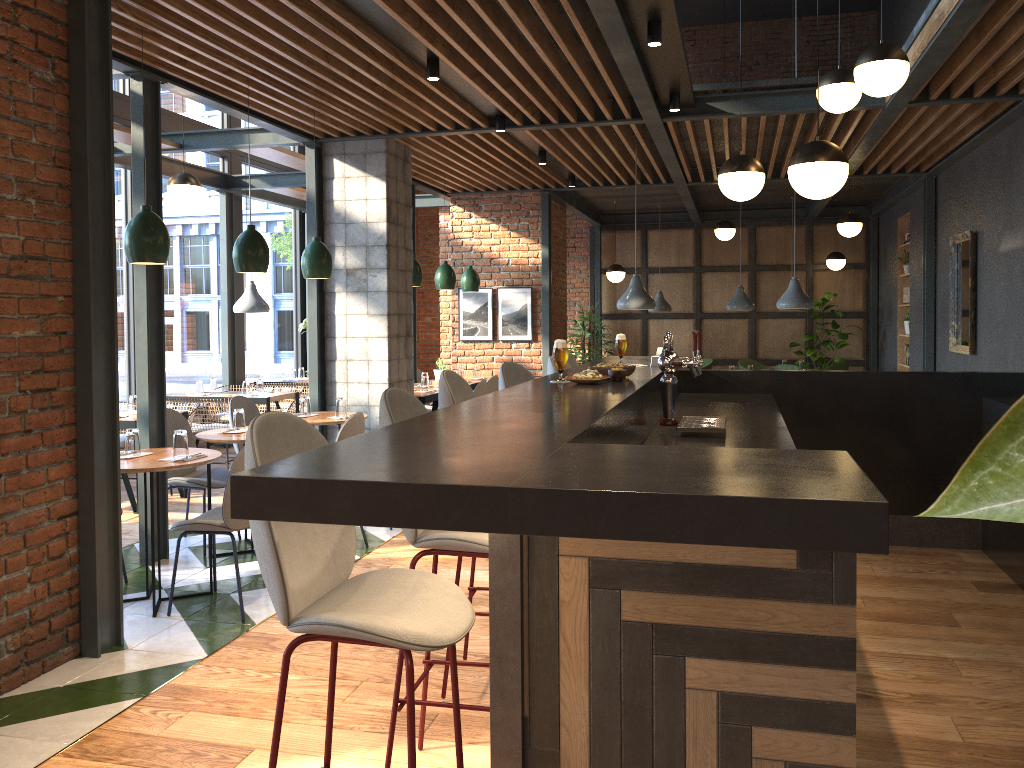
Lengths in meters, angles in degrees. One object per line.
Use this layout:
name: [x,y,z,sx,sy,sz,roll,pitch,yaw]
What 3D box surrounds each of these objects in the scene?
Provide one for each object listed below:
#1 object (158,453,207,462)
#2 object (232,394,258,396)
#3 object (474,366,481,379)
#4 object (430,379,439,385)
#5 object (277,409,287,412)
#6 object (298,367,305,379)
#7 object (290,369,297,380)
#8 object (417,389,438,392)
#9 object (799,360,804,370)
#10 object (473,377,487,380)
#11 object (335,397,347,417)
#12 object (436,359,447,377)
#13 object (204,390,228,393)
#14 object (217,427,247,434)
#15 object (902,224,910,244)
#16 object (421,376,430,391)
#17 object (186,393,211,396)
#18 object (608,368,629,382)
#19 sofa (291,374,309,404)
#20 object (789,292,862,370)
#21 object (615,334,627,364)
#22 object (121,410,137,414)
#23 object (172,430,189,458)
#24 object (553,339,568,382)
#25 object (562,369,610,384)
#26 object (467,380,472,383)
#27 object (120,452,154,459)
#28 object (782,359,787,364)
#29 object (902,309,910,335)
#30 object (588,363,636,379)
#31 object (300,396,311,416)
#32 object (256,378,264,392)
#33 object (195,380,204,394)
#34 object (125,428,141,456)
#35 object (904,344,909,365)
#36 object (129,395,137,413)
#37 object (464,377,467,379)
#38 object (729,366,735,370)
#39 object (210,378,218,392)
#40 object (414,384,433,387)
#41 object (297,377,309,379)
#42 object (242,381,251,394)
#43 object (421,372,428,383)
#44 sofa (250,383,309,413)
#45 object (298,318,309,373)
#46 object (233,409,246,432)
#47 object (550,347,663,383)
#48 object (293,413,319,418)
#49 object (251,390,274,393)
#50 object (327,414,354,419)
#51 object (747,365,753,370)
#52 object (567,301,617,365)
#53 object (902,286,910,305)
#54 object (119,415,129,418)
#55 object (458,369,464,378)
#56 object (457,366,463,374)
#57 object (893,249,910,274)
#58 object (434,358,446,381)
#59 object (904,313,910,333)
object: [-1.691,0.375,4.536,0.157,0.019,0.243,1,5,18]
object: [-2.641,0.106,8.731,0.242,0.019,0.158,1,4,13]
object: [-0.391,-0.133,9.995,0.080,0.138,0.080,-1,2,-12]
object: [-0.728,-0.019,9.210,0.251,0.046,0.254,-1,4,-12]
object: [-1.445,0.228,5.572,0.080,0.138,0.080,-2,3,-36]
object: [-2.626,-0.136,11.046,0.080,0.138,0.080,-1,2,-12]
object: [-2.655,-0.114,10.757,0.080,0.138,0.080,-3,3,-44]
object: [-0.799,0.063,8.322,0.157,0.019,0.243,1,4,15]
object: [4.013,-0.262,12.282,0.080,0.138,0.080,0,2,22]
object: [-0.373,-0.065,9.971,0.157,0.019,0.243,1,4,15]
object: [-1.234,0.164,6.395,0.080,0.138,0.080,-1,2,-18]
object: [-0.711,-0.132,9.136,0.115,0.282,0.128,0,2,10]
object: [-3.069,0.073,9.211,0.242,0.019,0.158,1,4,14]
object: [-1.750,0.292,5.631,0.157,0.019,0.243,0,4,11]
object: [5.039,-1.905,11.107,0.204,0.284,0.518,0,4,14]
object: [-0.817,-0.005,8.347,0.080,0.138,0.080,1,3,38]
object: [-3.146,0.100,8.861,0.242,0.019,0.158,1,4,16]
object: [0.462,-0.042,3.855,0.078,0.060,0.108,1,4,22]
sofa: [-2.271,0.251,11.388,1.091,0.732,0.471,0,3,14]
object: [4.551,-0.449,12.918,1.057,1.792,0.723,1,2,25]
object: [0.639,-0.207,5.191,0.070,0.178,0.070,0,2,18]
object: [-3.033,0.226,7.186,0.242,0.019,0.158,1,4,16]
object: [-1.707,0.307,4.561,0.080,0.138,0.080,-2,3,-39]
object: [0.210,-0.103,3.839,0.070,0.182,0.070,1,2,35]
object: [0.339,-0.032,3.791,0.164,0.052,0.292,1,5,23]
object: [-0.529,-0.024,9.444,0.157,0.019,0.243,1,4,15]
object: [-2.003,0.368,4.657,0.157,0.019,0.243,1,5,18]
object: [3.853,-0.278,12.521,0.080,0.138,0.080,-1,2,-8]
object: [5.027,-0.784,11.163,0.213,0.329,0.233,0,3,20]
object: [0.456,-0.062,4.028,0.168,0.072,0.168,2,5,34]
object: [-1.510,0.160,6.477,0.080,0.138,0.080,-1,2,-8]
object: [-2.578,0.014,9.059,0.080,0.138,0.080,-1,2,-11]
object: [-3.133,0.032,8.880,0.080,0.138,0.080,-1,2,-11]
object: [-1.985,0.303,4.636,0.080,0.138,0.080,0,2,1]
object: [5.049,-0.370,11.200,0.150,0.257,0.522,0,4,14]
object: [-3.060,0.161,7.168,0.080,0.138,0.080,-1,2,-11]
object: [-0.603,-0.072,10.075,0.157,0.019,0.243,1,4,13]
object: [2.744,-0.160,11.064,0.080,0.138,0.080,-2,3,-38]
object: [-3.096,0.008,9.191,0.080,0.138,0.080,0,2,17]
object: [-0.895,0.016,8.950,0.157,0.019,0.243,1,4,15]
object: [-2.599,-0.071,11.065,0.242,0.019,0.158,1,4,15]
object: [-2.624,0.038,8.749,0.080,0.138,0.080,0,2,16]
object: [-0.878,-0.048,8.922,0.080,0.138,0.080,1,3,38]
sofa: [-2.550,0.336,10.294,1.091,0.732,0.471,0,3,14]
object: [-2.331,-0.167,11.822,0.860,1.495,0.899,1,3,33]
object: [-1.730,0.227,5.613,0.080,0.138,0.080,1,2,24]
object: [0.535,-0.113,4.482,0.322,0.106,1.513,1,5,18]
object: [-1.528,0.225,6.498,0.157,0.019,0.243,1,5,19]
object: [-2.551,0.079,9.077,0.242,0.019,0.158,1,4,16]
object: [-1.219,0.232,6.369,0.157,0.019,0.243,1,5,19]
object: [3.007,-0.171,11.181,0.080,0.138,0.080,-2,3,-38]
object: [1.202,-0.449,13.745,0.979,1.720,0.915,-1,2,-20]
object: [5.075,-1.124,11.169,0.199,0.241,0.341,0,3,9]
object: [-3.120,0.250,6.880,0.242,0.019,0.158,1,4,13]
object: [-0.546,-0.092,9.468,0.080,0.138,0.080,-1,2,-12]
object: [-0.585,-0.136,10.047,0.080,0.138,0.080,1,3,36]
object: [5.028,-1.555,11.200,0.174,0.328,0.538,-1,4,-6]
object: [-0.745,-0.139,9.258,0.146,0.276,0.146,-1,2,-5]
object: [5.115,-0.783,11.362,0.173,0.295,0.190,-1,2,-12]
